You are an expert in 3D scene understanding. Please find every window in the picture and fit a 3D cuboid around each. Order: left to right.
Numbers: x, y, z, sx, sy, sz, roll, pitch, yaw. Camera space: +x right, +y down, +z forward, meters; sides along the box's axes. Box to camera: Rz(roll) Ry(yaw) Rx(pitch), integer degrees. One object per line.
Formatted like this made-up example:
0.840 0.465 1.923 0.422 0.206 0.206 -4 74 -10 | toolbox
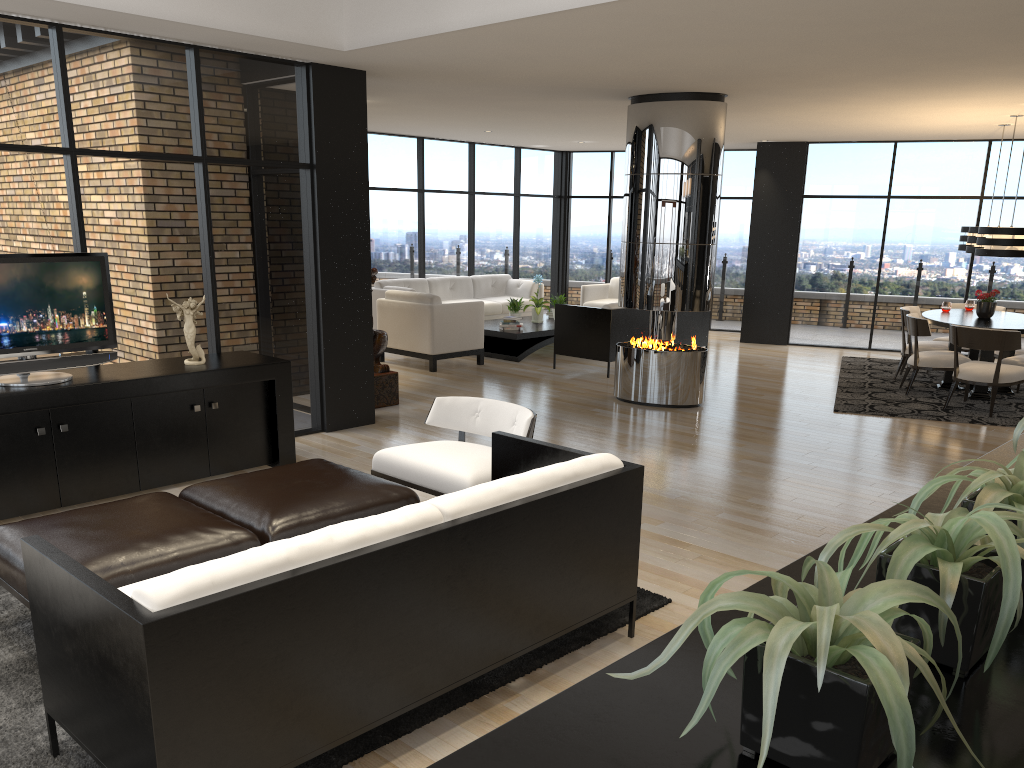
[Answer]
0.248 -1.950 6.450 10.063 4.895 15.646 8 13 30 | window

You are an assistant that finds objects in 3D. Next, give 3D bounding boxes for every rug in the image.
-1.219 1.002 3.839 2.453 0.012 3.002 11 15 43 | rug
4.931 0.059 9.419 2.708 0.011 3.654 5 11 21 | rug

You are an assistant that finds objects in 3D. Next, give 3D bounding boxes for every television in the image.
-2.739 -0.370 4.977 0.929 0.728 0.401 -6 16 -27 | television

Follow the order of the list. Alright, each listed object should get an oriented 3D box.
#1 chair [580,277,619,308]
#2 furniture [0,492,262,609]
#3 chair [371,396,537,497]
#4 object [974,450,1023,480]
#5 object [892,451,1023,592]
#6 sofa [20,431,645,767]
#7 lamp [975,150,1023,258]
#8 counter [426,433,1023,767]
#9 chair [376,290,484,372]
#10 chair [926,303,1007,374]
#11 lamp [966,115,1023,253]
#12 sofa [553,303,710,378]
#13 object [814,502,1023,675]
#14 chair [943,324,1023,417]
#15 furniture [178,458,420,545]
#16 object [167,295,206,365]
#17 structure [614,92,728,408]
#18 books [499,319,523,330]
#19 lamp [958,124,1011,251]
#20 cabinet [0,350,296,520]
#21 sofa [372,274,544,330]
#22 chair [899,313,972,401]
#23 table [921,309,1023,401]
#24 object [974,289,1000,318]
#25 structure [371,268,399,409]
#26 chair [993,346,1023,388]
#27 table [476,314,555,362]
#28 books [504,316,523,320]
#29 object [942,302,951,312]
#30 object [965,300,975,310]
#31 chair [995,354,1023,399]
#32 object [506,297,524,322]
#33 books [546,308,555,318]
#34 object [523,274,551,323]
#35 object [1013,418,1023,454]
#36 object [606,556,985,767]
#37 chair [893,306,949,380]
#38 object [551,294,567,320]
1.638 -1.120 13.044 0.990 0.875 0.845 13 18 42 | chair
-1.597 0.790 3.629 0.818 0.494 0.819 12 16 42 | furniture
-0.266 0.471 4.922 0.796 0.690 0.677 13 18 42 | chair
1.181 0.186 1.865 0.396 0.244 0.399 -4 13 -21 | object
0.864 0.246 1.581 0.405 0.222 0.390 -4 13 -21 | object
-0.482 0.731 3.164 0.829 0.822 2.010 13 17 42 | sofa
4.619 -1.844 8.043 0.534 1.359 0.525 6 16 19 | lamp
1.068 0.413 1.397 1.166 0.032 3.082 11 15 43 | counter
-0.953 -0.671 10.419 0.990 0.875 0.845 13 18 42 | chair
5.270 -0.498 10.219 0.636 0.825 0.609 13 18 40 | chair
4.948 -1.990 8.849 0.534 1.359 0.525 6 16 19 | lamp
1.468 -0.641 10.629 0.829 0.822 2.010 13 17 42 | sofa
0.606 0.281 1.313 0.405 0.245 0.390 -4 13 -21 | object
4.403 -0.135 8.207 0.611 0.825 0.634 -10 18 -39 | chair
-1.010 0.688 4.226 0.818 0.494 0.819 12 16 42 | furniture
-2.049 -0.352 5.649 0.104 0.470 0.254 16 20 43 | object
1.435 -1.184 8.169 0.886 2.806 0.577 10 18 30 | structure
-0.007 -0.741 10.955 0.307 0.129 0.219 -1 12 -8 | books
5.276 -2.136 9.655 0.534 1.359 0.525 6 16 19 | lamp
-2.757 0.348 5.155 0.614 0.757 3.007 14 17 42 | cabinet
-0.731 -1.086 12.639 0.845 0.875 2.666 13 16 42 | sofa
4.291 -0.282 8.980 0.615 0.825 0.629 4 14 14 | chair
4.902 -0.307 9.264 1.204 0.786 2.069 6 12 22 | table
4.898 -0.835 9.130 0.228 0.305 0.233 7 15 22 | object
-1.471 -0.611 8.030 0.723 1.630 0.511 14 20 41 | structure
5.553 -0.336 9.385 0.616 0.825 0.628 3 14 7 | chair
0.295 -0.636 11.736 1.250 0.359 2.010 11 15 43 | table
0.011 -0.816 10.933 0.183 0.027 0.152 8 13 34 | books
4.785 -0.850 9.723 0.094 0.108 0.094 9 16 31 | object
5.157 -0.885 9.942 0.095 0.108 0.093 -2 14 -13 | object
5.227 -0.209 8.682 0.637 0.825 0.607 -10 18 -39 | chair
0.040 -0.951 11.410 0.284 0.378 0.210 3 14 6 | object
0.609 -1.003 12.395 0.223 0.129 0.301 3 12 11 | books
0.358 -1.128 11.650 0.354 0.646 0.363 -6 16 -26 | object
1.482 0.141 2.136 0.405 0.245 0.390 -4 13 -21 | object
0.380 0.346 1.007 0.396 0.222 0.399 -4 13 -21 | object
4.574 -0.425 9.767 0.612 0.825 0.632 9 16 30 | chair
0.632 -1.050 11.993 0.283 0.378 0.211 6 15 21 | object
